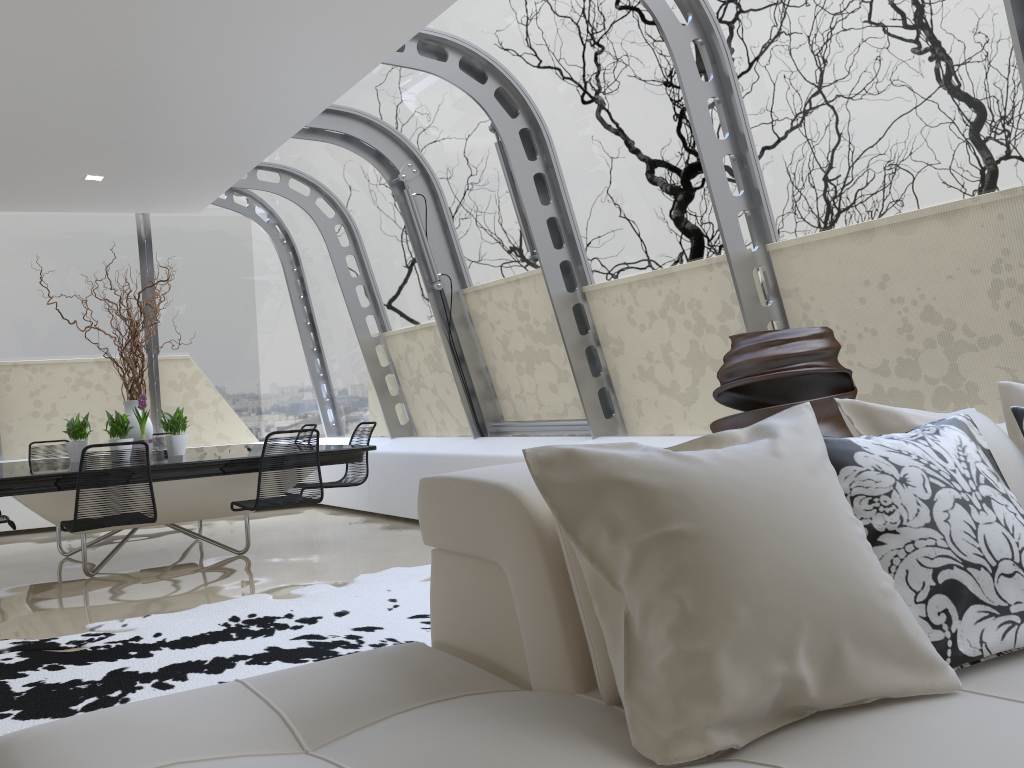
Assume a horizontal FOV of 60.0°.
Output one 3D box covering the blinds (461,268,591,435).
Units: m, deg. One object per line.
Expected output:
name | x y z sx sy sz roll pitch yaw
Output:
blinds | 0.147 -0.188 6.618 0.387 1.214 1.376 -3 -1 -34

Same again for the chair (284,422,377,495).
chair | -1.410 0.574 6.906 0.688 0.519 0.446 -3 -1 -34

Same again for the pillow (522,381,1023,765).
pillow | 1.808 0.203 1.388 3.322 0.530 1.656 -4 -1 27

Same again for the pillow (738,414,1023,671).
pillow | 0.817 0.303 1.734 0.604 0.471 0.394 -3 -1 -18

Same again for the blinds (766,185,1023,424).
blinds | 1.873 -0.255 4.070 0.329 1.027 1.430 -3 -1 -34

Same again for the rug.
rug | -1.105 1.143 3.702 3.220 0.008 2.705 -3 -1 -34

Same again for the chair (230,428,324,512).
chair | -1.488 0.553 5.645 0.446 0.519 0.688 -3 -1 -34

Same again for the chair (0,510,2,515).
chair | -4.207 0.743 6.576 0.688 0.519 0.446 -3 -1 -34

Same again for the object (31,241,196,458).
object | -3.000 -0.211 6.656 1.031 1.549 1.135 -3 -2 -42

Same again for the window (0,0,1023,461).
window | -5.278 -0.071 1.756 16.693 3.674 16.171 -3 -1 -28

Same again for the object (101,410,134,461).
object | -2.818 0.364 6.362 0.215 0.369 0.284 -4 -1 0

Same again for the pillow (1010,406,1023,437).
pillow | 1.450 0.279 1.920 0.599 0.483 0.405 -4 -1 25

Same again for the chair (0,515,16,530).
chair | -3.503 0.677 5.514 0.688 0.519 0.446 -3 -1 -34

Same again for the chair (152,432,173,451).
chair | -3.213 0.715 8.250 0.446 0.519 0.688 -3 -1 -34

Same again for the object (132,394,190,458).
object | -2.611 0.307 6.663 0.417 0.476 0.238 -3 -1 -5

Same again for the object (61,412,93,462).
object | -3.229 0.395 6.608 0.215 0.369 0.284 -4 -1 5

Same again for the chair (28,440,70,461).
chair | -3.983 0.753 7.738 0.446 0.519 0.688 -3 -1 -34

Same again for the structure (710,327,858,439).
structure | 1.169 0.400 3.745 0.674 1.258 0.672 -4 -1 33

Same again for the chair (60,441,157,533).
chair | -2.318 0.594 5.092 0.446 0.519 0.688 -3 -1 -34

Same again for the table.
table | -2.757 0.932 6.695 2.494 0.759 3.031 -3 -1 -34

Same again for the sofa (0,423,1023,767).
sofa | 1.504 0.491 0.759 3.257 0.866 4.169 -3 -1 -34

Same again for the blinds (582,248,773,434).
blinds | 1.025 -0.175 5.352 0.329 1.027 1.430 -3 -1 -34

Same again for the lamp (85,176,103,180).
lamp | -4.501 -1.624 0.051 9.775 0.004 9.928 -3 -1 -33

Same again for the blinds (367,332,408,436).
blinds | -1.454 0.595 9.427 0.663 2.118 1.829 -3 -1 -34

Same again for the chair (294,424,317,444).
chair | -2.114 0.640 7.968 0.688 0.519 0.446 -3 -1 -34

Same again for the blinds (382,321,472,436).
blinds | -0.673 -0.016 7.916 0.329 1.027 1.430 -3 -1 -34
